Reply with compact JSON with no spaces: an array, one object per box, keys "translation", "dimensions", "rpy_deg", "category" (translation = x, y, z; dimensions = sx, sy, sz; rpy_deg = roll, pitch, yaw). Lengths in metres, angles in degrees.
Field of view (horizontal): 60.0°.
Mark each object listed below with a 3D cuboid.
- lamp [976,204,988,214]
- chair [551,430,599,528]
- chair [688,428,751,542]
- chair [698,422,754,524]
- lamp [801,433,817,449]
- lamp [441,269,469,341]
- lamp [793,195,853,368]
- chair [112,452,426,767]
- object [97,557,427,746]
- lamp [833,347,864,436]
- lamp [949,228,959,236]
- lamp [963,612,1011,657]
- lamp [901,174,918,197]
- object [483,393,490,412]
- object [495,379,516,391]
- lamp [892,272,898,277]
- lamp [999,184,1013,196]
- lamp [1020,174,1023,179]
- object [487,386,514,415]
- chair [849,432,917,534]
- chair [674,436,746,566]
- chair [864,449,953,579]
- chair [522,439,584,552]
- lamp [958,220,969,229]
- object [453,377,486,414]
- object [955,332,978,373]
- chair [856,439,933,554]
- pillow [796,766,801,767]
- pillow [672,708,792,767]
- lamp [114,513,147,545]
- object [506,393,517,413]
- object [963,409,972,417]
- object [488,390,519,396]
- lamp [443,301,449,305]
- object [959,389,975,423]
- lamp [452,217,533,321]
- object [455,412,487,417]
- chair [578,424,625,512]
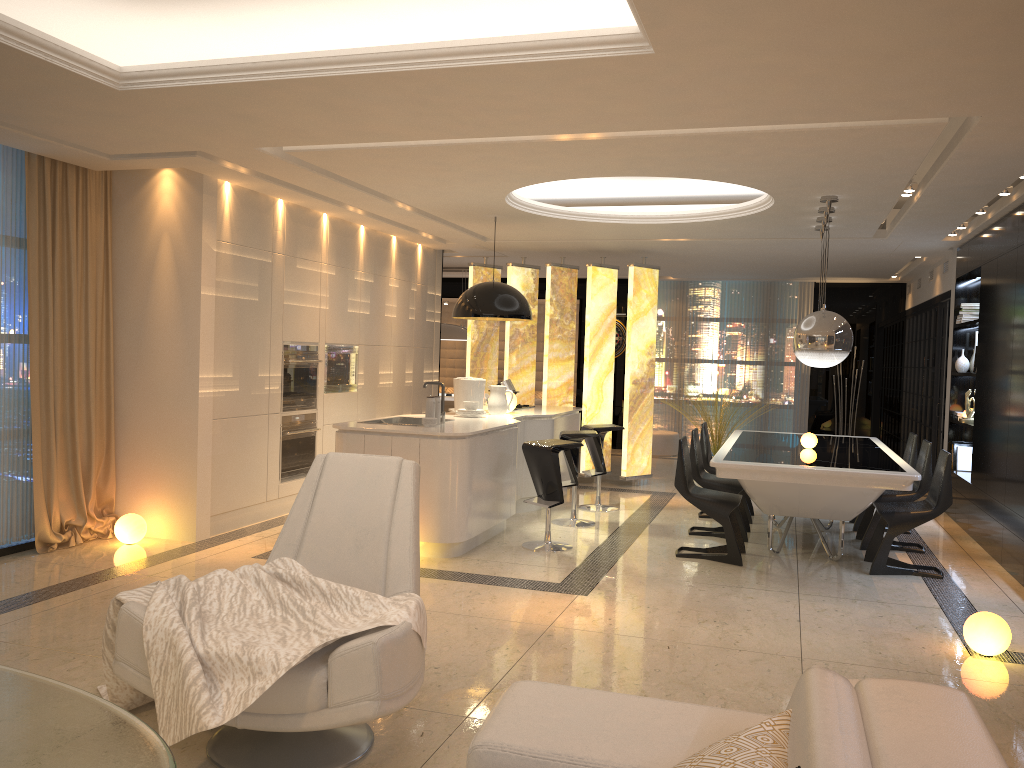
[{"translation":[3.726,-1.414,7.047],"dimensions":[0.107,0.127,0.107],"rpy_deg":[2,2,-1],"category":"lamp"},{"translation":[0.538,0.796,7.571],"dimensions":[0.380,0.789,0.380],"rpy_deg":[2,2,0],"category":"chair"},{"translation":[1.712,0.810,7.285],"dimensions":[0.496,0.858,0.523],"rpy_deg":[2,2,17],"category":"chair"},{"translation":[1.965,0.792,8.095],"dimensions":[0.496,0.858,0.523],"rpy_deg":[2,2,17],"category":"chair"},{"translation":[2.341,0.447,6.989],"dimensions":[0.125,0.125,0.125],"rpy_deg":[1,2,-22],"category":"lamp"},{"translation":[-1.053,-1.132,12.680],"dimensions":[1.578,0.995,0.939],"rpy_deg":[2,2,17],"category":"lamp"},{"translation":[2.464,-0.743,7.048],"dimensions":[0.408,1.226,1.827],"rpy_deg":[2,2,17],"category":"lamp"},{"translation":[-0.738,0.793,3.296],"dimensions":[1.027,0.991,0.983],"rpy_deg":[2,2,17],"category":"chair"},{"translation":[-0.958,0.983,3.312],"dimensions":[0.972,0.580,1.347],"rpy_deg":[1,2,-36],"category":"object"},{"translation":[4.771,0.263,12.649],"dimensions":[0.418,1.801,0.200],"rpy_deg":[2,2,17],"category":"lamp"},{"translation":[4.102,-1.441,8.251],"dimensions":[0.107,0.127,0.107],"rpy_deg":[2,2,-1],"category":"lamp"},{"translation":[2.373,1.247,4.430],"dimensions":[0.213,0.214,0.212],"rpy_deg":[1,2,-33],"category":"lamp"},{"translation":[2.833,-1.420,6.341],"dimensions":[0.107,0.127,0.271],"rpy_deg":[2,2,17],"category":"lamp"},{"translation":[-0.286,0.172,8.119],"dimensions":[0.211,0.174,0.211],"rpy_deg":[1,2,-25],"category":"object"},{"translation":[-0.091,0.053,8.962],"dimensions":[0.256,0.212,0.249],"rpy_deg":[0,2,-37],"category":"object"},{"translation":[5.262,-1.532,12.210],"dimensions":[0.107,0.127,0.107],"rpy_deg":[2,2,-1],"category":"lamp"},{"translation":[3.484,-1.396,6.270],"dimensions":[0.107,0.127,0.107],"rpy_deg":[2,2,-1],"category":"lamp"},{"translation":[3.306,-1.384,5.700],"dimensions":[0.107,0.127,0.107],"rpy_deg":[2,2,-1],"category":"lamp"},{"translation":[-0.113,0.144,7.900],"dimensions":[0.211,0.254,0.183],"rpy_deg":[1,2,-21],"category":"object"},{"translation":[3.248,0.845,7.762],"dimensions":[0.496,0.858,0.523],"rpy_deg":[2,2,17],"category":"chair"},{"translation":[1.454,0.829,6.457],"dimensions":[0.496,0.858,0.523],"rpy_deg":[2,2,17],"category":"chair"},{"translation":[2.755,0.881,6.182],"dimensions":[0.496,0.858,0.523],"rpy_deg":[2,2,17],"category":"chair"},{"translation":[0.277,0.819,6.602],"dimensions":[0.380,0.789,0.380],"rpy_deg":[0,2,-40],"category":"chair"},{"translation":[3.968,-1.431,7.822],"dimensions":[0.107,0.127,0.107],"rpy_deg":[2,2,-1],"category":"lamp"},{"translation":[-0.377,0.102,7.809],"dimensions":[0.288,0.330,0.288],"rpy_deg":[3,2,35],"category":"object"},{"translation":[4.396,-0.306,8.551],"dimensions":[0.210,0.395,0.180],"rpy_deg":[3,2,20],"category":"object"},{"translation":[3.008,0.862,6.992],"dimensions":[0.496,0.858,0.523],"rpy_deg":[2,2,17],"category":"chair"},{"translation":[0.247,0.805,1.276],"dimensions":[0.323,0.355,0.524],"rpy_deg":[2,2,18],"category":"pillow"},{"translation":[0.372,0.829,1.717],"dimensions":[0.351,0.329,0.521],"rpy_deg":[2,2,17],"category":"pillow"},{"translation":[-2.690,1.021,6.257],"dimensions":[0.212,0.214,0.213],"rpy_deg":[1,2,-22],"category":"lamp"},{"translation":[-0.061,0.160,8.122],"dimensions":[0.212,0.214,0.213],"rpy_deg":[1,2,-22],"category":"object"},{"translation":[4.324,0.293,8.367],"dimensions":[0.125,0.125,0.125],"rpy_deg":[1,2,-33],"category":"object"},{"translation":[-0.085,0.140,8.965],"dimensions":[0.253,0.147,0.266],"rpy_deg":[1,2,-30],"category":"object"},{"translation":[-1.157,-1.457,15.543],"dimensions":[0.107,0.127,0.107],"rpy_deg":[2,2,-1],"category":"lamp"},{"translation":[4.258,0.206,8.211],"dimensions":[0.177,0.311,0.177],"rpy_deg":[2,2,17],"category":"object"},{"translation":[-0.159,-1.019,7.788],"dimensions":[0.710,0.898,0.710],"rpy_deg":[3,2,28],"category":"lamp"},{"translation":[-0.348,0.261,7.491],"dimensions":[0.264,0.033,0.264],"rpy_deg":[1,2,-14],"category":"object"},{"translation":[0.824,0.780,8.354],"dimensions":[0.380,0.789,0.380],"rpy_deg":[1,2,-15],"category":"chair"}]
